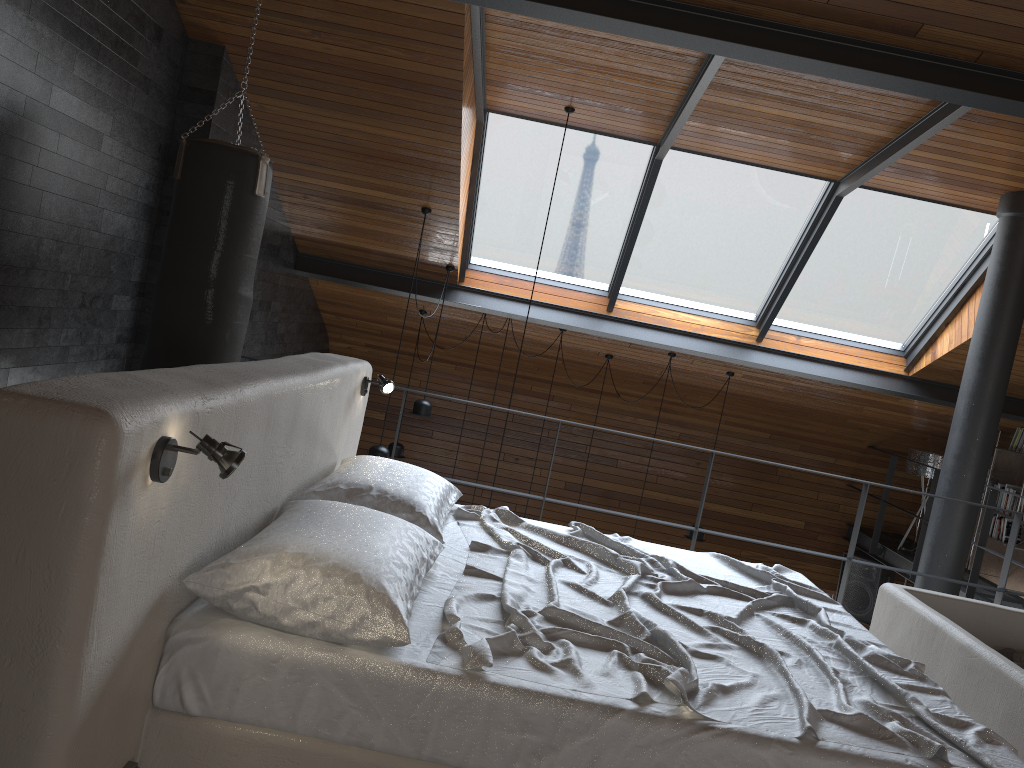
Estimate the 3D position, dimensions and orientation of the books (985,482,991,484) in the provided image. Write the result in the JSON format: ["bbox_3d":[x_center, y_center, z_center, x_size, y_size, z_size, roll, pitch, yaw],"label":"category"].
[{"bbox_3d":[4.676,0.972,8.551,0.222,0.012,0.160,12,3,5],"label":"books"}]

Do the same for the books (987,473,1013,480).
[{"bbox_3d":[4.684,0.883,8.558,0.216,0.021,0.174,11,3,0],"label":"books"}]

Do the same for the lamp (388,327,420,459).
[{"bbox_3d":[-0.970,0.008,8.322,0.210,1.369,0.210,14,4,37],"label":"lamp"}]

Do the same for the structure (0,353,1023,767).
[{"bbox_3d":[1.266,0.917,2.768,4.614,1.120,2.634,11,3,-1],"label":"structure"}]

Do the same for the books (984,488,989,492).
[{"bbox_3d":[4.664,1.038,8.547,0.225,0.017,0.167,11,3,0],"label":"books"}]

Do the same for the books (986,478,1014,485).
[{"bbox_3d":[4.672,0.928,8.544,0.228,0.016,0.182,11,3,0],"label":"books"}]

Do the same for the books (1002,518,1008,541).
[{"bbox_3d":[4.580,1.351,8.137,0.137,0.216,0.049,11,3,0],"label":"books"}]

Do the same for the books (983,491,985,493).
[{"bbox_3d":[4.654,1.062,8.557,0.222,0.012,0.160,11,3,-6],"label":"books"}]

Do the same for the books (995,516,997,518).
[{"bbox_3d":[4.556,1.343,8.305,0.111,0.198,0.008,11,3,0],"label":"books"}]

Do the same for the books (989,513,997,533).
[{"bbox_3d":[4.580,1.333,8.338,0.161,0.223,0.017,11,3,0],"label":"books"}]

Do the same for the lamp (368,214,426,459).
[{"bbox_3d":[-0.807,-0.329,6.465,0.210,1.854,0.210,14,4,37],"label":"lamp"}]

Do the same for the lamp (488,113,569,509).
[{"bbox_3d":[0.069,-0.272,6.091,0.210,3.208,0.210,13,4,22],"label":"lamp"}]

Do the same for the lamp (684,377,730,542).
[{"bbox_3d":[1.882,0.698,8.336,0.210,1.565,0.210,14,4,37],"label":"lamp"}]

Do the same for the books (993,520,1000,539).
[{"bbox_3d":[4.550,1.356,8.243,0.112,0.177,0.009,11,3,0],"label":"books"}]

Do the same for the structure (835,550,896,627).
[{"bbox_3d":[3.823,2.181,9.531,0.488,0.735,0.462,9,4,-40],"label":"structure"}]

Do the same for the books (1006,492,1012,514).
[{"bbox_3d":[4.637,1.112,8.150,0.148,0.206,0.014,11,3,-1],"label":"books"}]

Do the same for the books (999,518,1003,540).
[{"bbox_3d":[4.568,1.351,8.180,0.123,0.203,0.054,11,3,0],"label":"books"}]

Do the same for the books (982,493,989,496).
[{"bbox_3d":[4.642,1.081,8.552,0.258,0.028,0.180,12,3,5],"label":"books"}]

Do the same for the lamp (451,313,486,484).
[{"bbox_3d":[-0.426,0.310,7.916,0.210,2.036,0.210,14,4,37],"label":"lamp"}]

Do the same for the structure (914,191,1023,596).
[{"bbox_3d":[2.910,1.516,5.876,1.197,5.700,1.689,11,3,0],"label":"structure"}]

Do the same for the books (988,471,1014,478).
[{"bbox_3d":[4.690,0.865,8.557,0.228,0.016,0.182,11,3,0],"label":"books"}]

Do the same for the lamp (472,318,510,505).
[{"bbox_3d":[-0.222,0.434,7.762,0.210,2.273,0.210,14,4,37],"label":"lamp"}]

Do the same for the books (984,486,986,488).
[{"bbox_3d":[4.659,1.002,8.548,0.288,0.025,0.175,12,3,5],"label":"books"}]

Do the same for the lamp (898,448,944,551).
[{"bbox_3d":[4.092,1.181,8.804,0.475,1.002,0.475,13,4,23],"label":"lamp"}]

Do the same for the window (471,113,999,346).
[{"bbox_3d":[1.619,-1.173,7.040,3.818,1.031,1.213,11,3,0],"label":"window"}]

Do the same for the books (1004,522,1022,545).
[{"bbox_3d":[4.564,1.361,8.079,0.138,0.191,0.049,11,3,0],"label":"books"}]

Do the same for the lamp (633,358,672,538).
[{"bbox_3d":[1.280,0.653,8.178,0.210,1.911,0.210,14,4,37],"label":"lamp"}]

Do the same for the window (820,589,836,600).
[{"bbox_3d":[0.926,2.482,10.403,5.936,1.522,0.101,11,3,0],"label":"window"}]

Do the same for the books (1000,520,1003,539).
[{"bbox_3d":[4.568,1.357,8.163,0.126,0.197,0.047,11,3,0],"label":"books"}]

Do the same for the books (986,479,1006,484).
[{"bbox_3d":[4.661,0.941,8.558,0.208,0.017,0.167,11,3,0],"label":"books"}]

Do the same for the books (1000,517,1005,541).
[{"bbox_3d":[4.568,1.348,8.150,0.133,0.218,0.051,11,3,-1],"label":"books"}]

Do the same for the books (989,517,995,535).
[{"bbox_3d":[4.556,1.349,8.325,0.117,0.183,0.012,11,3,0],"label":"books"}]

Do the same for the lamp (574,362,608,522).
[{"bbox_3d":[0.756,0.574,8.502,0.210,2.002,0.210,14,4,37],"label":"lamp"}]

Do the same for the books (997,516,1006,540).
[{"bbox_3d":[4.578,1.344,8.199,0.155,0.215,0.055,11,3,0],"label":"books"}]

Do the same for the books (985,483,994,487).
[{"bbox_3d":[4.661,0.982,8.557,0.254,0.012,0.158,12,3,11],"label":"books"}]

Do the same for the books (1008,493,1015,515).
[{"bbox_3d":[4.615,1.111,8.090,0.130,0.208,0.010,11,3,0],"label":"books"}]

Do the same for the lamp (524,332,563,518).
[{"bbox_3d":[0.258,0.515,8.089,0.210,2.034,0.210,14,4,37],"label":"lamp"}]

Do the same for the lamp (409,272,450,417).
[{"bbox_3d":[-0.630,-0.337,7.292,0.210,1.206,0.210,14,4,37],"label":"lamp"}]

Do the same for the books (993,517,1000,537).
[{"bbox_3d":[4.550,1.345,8.251,0.111,0.198,0.008,11,3,0],"label":"books"}]

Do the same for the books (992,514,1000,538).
[{"bbox_3d":[4.560,1.330,8.264,0.122,0.230,0.017,11,3,0],"label":"books"}]

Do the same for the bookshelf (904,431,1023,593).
[{"bbox_3d":[4.603,1.693,4.237,0.421,6.219,10.740,11,3,0],"label":"bookshelf"}]

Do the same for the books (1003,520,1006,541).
[{"bbox_3d":[4.567,1.354,8.108,0.131,0.205,0.051,11,3,0],"label":"books"}]

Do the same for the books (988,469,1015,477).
[{"bbox_3d":[4.699,0.850,8.567,0.228,0.016,0.182,11,3,0],"label":"books"}]

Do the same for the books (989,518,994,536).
[{"bbox_3d":[4.550,1.352,8.315,0.112,0.177,0.009,11,3,0],"label":"books"}]

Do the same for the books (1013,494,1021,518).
[{"bbox_3d":[4.597,1.109,7.964,0.137,0.215,0.014,11,3,0],"label":"books"}]

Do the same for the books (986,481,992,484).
[{"bbox_3d":[4.664,0.957,8.568,0.201,0.012,0.161,11,3,0],"label":"books"}]

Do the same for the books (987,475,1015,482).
[{"bbox_3d":[4.700,0.911,8.543,0.234,0.028,0.180,11,3,0],"label":"books"}]

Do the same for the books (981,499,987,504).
[{"bbox_3d":[4.632,1.148,8.557,0.239,0.021,0.174,12,3,5],"label":"books"}]

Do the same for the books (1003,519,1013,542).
[{"bbox_3d":[4.568,1.350,8.095,0.137,0.216,0.049,11,3,0],"label":"books"}]
